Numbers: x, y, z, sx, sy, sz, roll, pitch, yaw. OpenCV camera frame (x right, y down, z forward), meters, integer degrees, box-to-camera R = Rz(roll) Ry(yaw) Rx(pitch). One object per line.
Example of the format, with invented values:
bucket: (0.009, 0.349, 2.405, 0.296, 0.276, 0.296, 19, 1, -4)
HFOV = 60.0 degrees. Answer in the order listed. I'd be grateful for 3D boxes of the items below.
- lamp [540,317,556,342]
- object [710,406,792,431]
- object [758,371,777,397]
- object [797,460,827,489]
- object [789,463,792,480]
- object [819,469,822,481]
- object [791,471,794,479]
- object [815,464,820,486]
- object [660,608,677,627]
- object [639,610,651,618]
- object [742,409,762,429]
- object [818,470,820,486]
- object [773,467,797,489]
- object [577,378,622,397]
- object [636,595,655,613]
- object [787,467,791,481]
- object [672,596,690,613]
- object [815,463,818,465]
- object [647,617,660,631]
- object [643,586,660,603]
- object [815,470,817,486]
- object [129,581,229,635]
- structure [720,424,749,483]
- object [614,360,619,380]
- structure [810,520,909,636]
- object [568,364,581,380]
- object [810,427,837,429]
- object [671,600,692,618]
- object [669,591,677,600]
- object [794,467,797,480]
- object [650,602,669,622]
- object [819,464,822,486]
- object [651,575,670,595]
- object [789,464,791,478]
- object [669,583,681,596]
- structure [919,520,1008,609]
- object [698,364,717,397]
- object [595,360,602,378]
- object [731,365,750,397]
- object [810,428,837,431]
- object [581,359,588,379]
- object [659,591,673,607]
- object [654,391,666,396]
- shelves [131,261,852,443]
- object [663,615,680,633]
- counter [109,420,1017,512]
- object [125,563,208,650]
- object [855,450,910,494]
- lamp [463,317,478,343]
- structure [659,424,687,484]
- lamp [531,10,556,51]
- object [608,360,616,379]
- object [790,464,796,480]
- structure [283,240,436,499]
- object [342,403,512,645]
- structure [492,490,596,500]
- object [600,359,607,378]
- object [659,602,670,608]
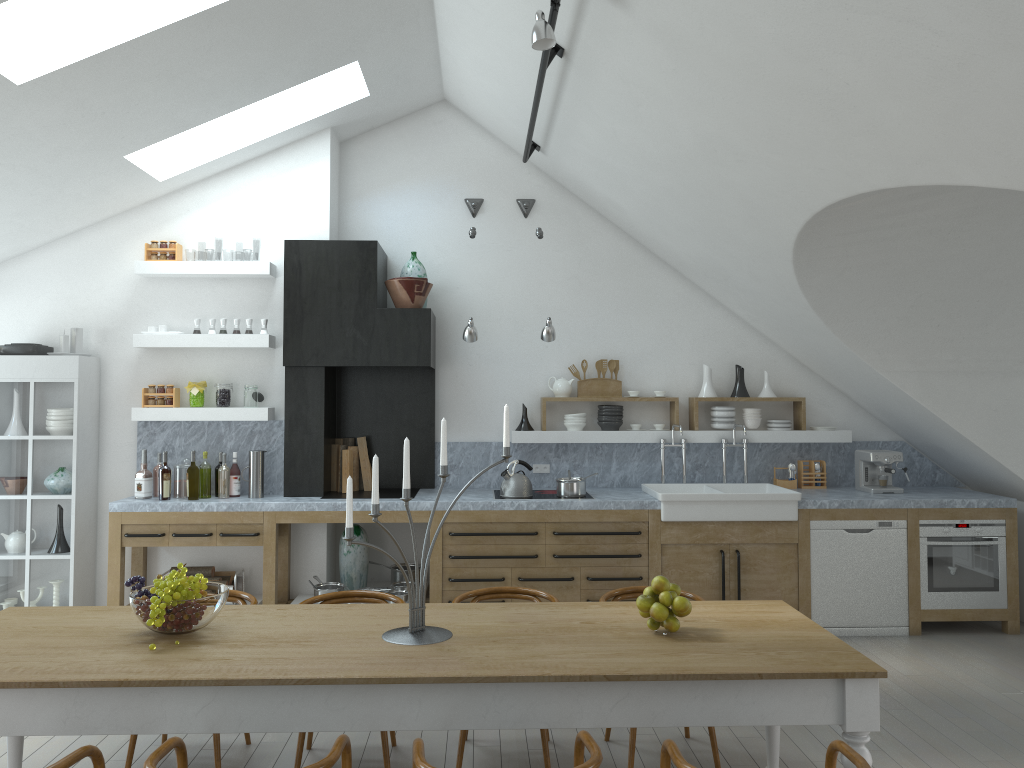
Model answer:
lamp: (0.269, -0.389, 6.400, 0.112, 0.176, 0.168, 0, -2, -10)
object: (1.932, 0.280, 7.163, 0.657, 0.196, 0.197, 0, -2, -3)
object: (2.073, 0.001, 7.205, 0.156, 0.219, 0.156, 1, -2, -21)
object: (2.414, 0.726, 7.138, 0.200, 0.223, 0.104, 0, -2, -2)
object: (2.241, 0.734, 7.119, 0.040, 0.192, 0.042, -2, -3, 35)
object: (2.482, 0.746, 7.131, 0.044, 0.179, 0.019, 1, -3, -24)
object: (2.242, 0.736, 7.089, 0.018, 0.196, 0.023, 0, -3, -7)
object: (2.450, 0.733, 7.100, 0.042, 0.192, 0.040, 2, -3, -42)
object: (0.591, 0.895, 3.404, 0.080, 0.074, 0.078, -2, -2, 43)
object: (0.517, 0.871, 3.406, 0.059, 0.056, 0.059, 0, -2, -7)
object: (1.934, 0.277, 7.139, 0.158, 0.160, 0.154, -1, -2, 26)
object: (2.463, 0.737, 7.109, 0.018, 0.196, 0.020, -1, -3, 20)
object: (2.192, 0.752, 7.117, 0.173, 0.171, 0.100, 0, -2, 0)
object: (0.707, 0.029, 7.165, 0.353, 0.158, 0.084, 0, -2, -2)
object: (0.506, 0.832, 3.354, 0.072, 0.064, 0.071, 0, -2, -9)
object: (2.217, 0.746, 7.080, 0.044, 0.179, 0.019, 2, -3, -37)
object: (0.630, 0.823, 3.306, 0.062, 0.063, 0.063, 1, -2, -40)
object: (2.459, 0.734, 7.148, 0.042, 0.192, 0.040, 2, -3, -43)
object: (0.538, 0.909, 3.363, 0.051, 0.050, 0.049, 0, -2, 2)
object: (0.539, 0.816, 3.419, 0.072, 0.071, 0.066, 1, -2, -33)
object: (2.445, 0.747, 7.142, 0.019, 0.179, 0.044, 0, -2, -5)
object: (-1.268, 0.869, 3.383, 0.360, 0.160, 0.360, 0, -1, -22)
structure: (1.804, 0.579, 6.912, 0.214, 0.530, 0.332, 1, -2, -22)
object: (0.842, -0.048, 7.184, 0.057, 0.294, 0.030, 0, -3, -2)
structure: (2.463, 1.389, 6.604, 0.724, 0.824, 0.598, 0, -2, -2)
object: (0.551, -0.033, 7.170, 0.199, 0.259, 0.016, 0, -3, 8)
object: (2.527, 0.362, 7.192, 0.213, 0.025, 0.213, 0, -1, -15)
object: (0.643, 0.847, 3.361, 0.077, 0.076, 0.076, 1, -2, -35)
object: (0.606, 0.816, 3.389, 0.052, 0.051, 0.053, 1, -2, -31)
object: (2.255, 0.746, 7.077, 0.019, 0.179, 0.044, 1, -3, -17)
object: (0.549, 0.851, 3.308, 0.070, 0.072, 0.071, 1, -2, -38)
object: (2.473, 0.737, 7.114, 0.022, 0.196, 0.019, 0, -3, -1)
object: (0.568, 0.768, 3.382, 0.072, 0.074, 0.072, 0, -2, -2)
object: (2.230, 0.737, 7.106, 0.018, 0.196, 0.020, 0, -3, 7)
object: (0.623, 0.801, 3.438, 0.062, 0.060, 0.062, 0, -2, -1)
structure: (3.218, 1.294, 6.632, 0.632, 0.637, 0.630, 0, -2, -2)
object: (1.586, -0.025, 7.182, 0.156, 0.268, 0.156, 1, -2, -13)
object: (0.707, -0.050, 7.179, 0.061, 0.300, 0.040, 0, -3, -5)
object: (1.849, -0.025, 7.189, 0.156, 0.268, 0.156, 0, -2, 2)
object: (2.527, 0.370, 7.192, 0.213, 0.025, 0.213, 0, -1, -15)
object: (0.588, -0.050, 7.175, 0.055, 0.299, 0.027, 0, -3, -2)
object: (0.577, 0.807, 3.327, 0.053, 0.057, 0.058, 0, -2, 12)
object: (1.197, 0.081, 7.166, 0.098, 0.049, 0.098, 0, -1, -5)
shelves: (-0.041, -0.215, 6.989, 5.549, 1.364, 0.479, 0, -2, -8)
object: (0.600, 0.901, 3.331, 0.064, 0.063, 0.063, 0, -2, 9)
counter: (0.476, 0.585, 6.750, 6.575, 0.620, 0.960, 0, -1, -2)
object: (-1.282, 0.806, 3.360, 0.292, 0.284, 0.393, 1, -2, -38)
object: (2.884, 0.680, 6.840, 0.324, 0.321, 0.386, 0, -2, -2)
lamp: (-0.309, -0.386, 6.382, 0.115, 0.178, 0.164, -1, -2, 16)
structure: (1.316, 0.579, 6.894, 0.214, 0.530, 0.332, 1, -2, -22)
lamp: (0.145, -1.624, 4.040, 0.114, 0.175, 0.112, 2, -3, -39)
object: (0.806, -0.049, 7.165, 0.068, 0.298, 0.039, 0, -3, -2)
object: (2.243, 0.733, 7.070, 0.040, 0.192, 0.042, -2, -3, 34)
structure: (-1.145, -0.110, 6.811, 1.075, 1.887, 0.779, 0, -2, -2)
object: (-0.292, 0.512, 3.386, 0.774, 0.876, 0.265, 1, -3, -28)
structure: (0.224, 0.849, 6.660, 0.737, 0.041, 0.647, 0, -1, -2)
object: (0.742, -0.050, 7.160, 0.057, 0.299, 0.019, 0, -3, -2)
object: (0.590, 0.845, 3.447, 0.062, 0.059, 0.062, 0, -2, 2)
